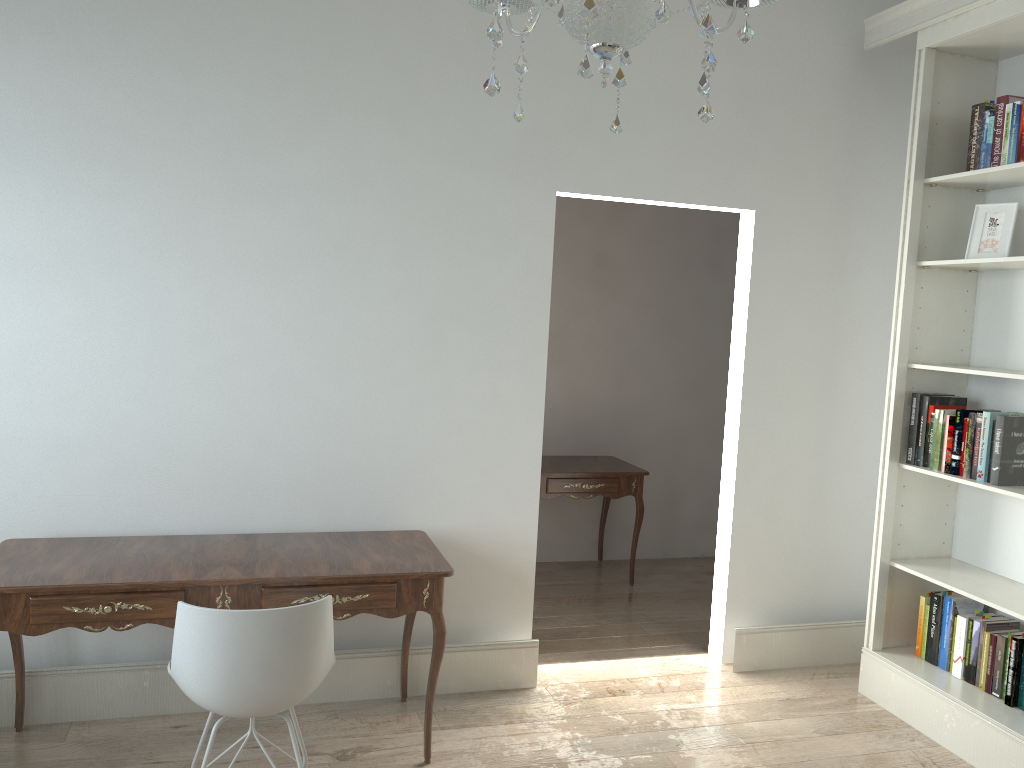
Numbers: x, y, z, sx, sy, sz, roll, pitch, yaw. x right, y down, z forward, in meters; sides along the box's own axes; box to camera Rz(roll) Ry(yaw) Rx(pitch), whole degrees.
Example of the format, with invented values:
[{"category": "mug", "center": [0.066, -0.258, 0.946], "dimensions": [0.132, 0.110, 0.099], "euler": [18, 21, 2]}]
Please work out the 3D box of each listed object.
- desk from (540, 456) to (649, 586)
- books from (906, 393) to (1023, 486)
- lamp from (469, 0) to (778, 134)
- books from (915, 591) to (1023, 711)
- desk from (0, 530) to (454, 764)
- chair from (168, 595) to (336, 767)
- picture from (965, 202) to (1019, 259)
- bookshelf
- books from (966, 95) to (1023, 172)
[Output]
[{"category": "desk", "center": [0.303, 0.791, 5.133], "dimensions": [0.800, 0.668, 0.555], "euler": [2, 5, -17]}, {"category": "books", "center": [1.778, 0.204, 3.420], "dimensions": [0.205, 0.291, 0.465], "euler": [2, 5, -17]}, {"category": "lamp", "center": [0.224, -1.740, 1.438], "dimensions": [0.648, 2.542, 0.577], "euler": [7, 6, 43]}, {"category": "books", "center": [1.862, 1.003, 3.295], "dimensions": [0.207, 0.302, 0.762], "euler": [2, 5, -16]}, {"category": "desk", "center": [-0.967, 0.900, 2.972], "dimensions": [1.443, 0.668, 0.555], "euler": [2, 5, -17]}, {"category": "chair", "center": [-0.752, 0.920, 2.577], "dimensions": [0.478, 0.715, 0.514], "euler": [2, 5, -17]}, {"category": "picture", "center": [1.844, -0.579, 3.402], "dimensions": [0.094, 0.228, 0.153], "euler": [-1, 6, -42]}, {"category": "bookshelf", "center": [1.867, -0.091, 3.210], "dimensions": [0.399, 2.523, 0.972], "euler": [2, 5, -17]}, {"category": "books", "center": [1.970, -0.918, 3.169], "dimensions": [0.201, 0.301, 0.691], "euler": [2, 5, -16]}]
